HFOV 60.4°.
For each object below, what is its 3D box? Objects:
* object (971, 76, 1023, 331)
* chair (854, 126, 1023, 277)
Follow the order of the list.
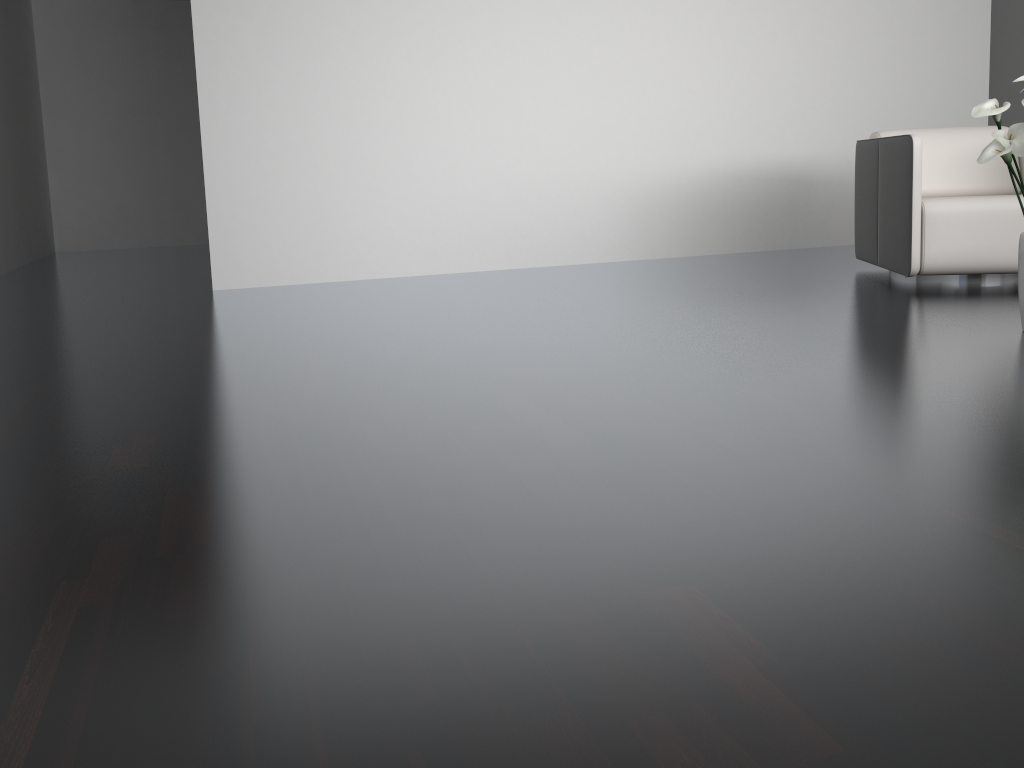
[{"bbox_3d":[1.617,-0.530,2.618,0.450,0.785,0.381,-8,10,-34],"label":"object"},{"bbox_3d":[2.115,-0.885,4.137,0.767,0.650,0.937,-1,11,7],"label":"chair"}]
